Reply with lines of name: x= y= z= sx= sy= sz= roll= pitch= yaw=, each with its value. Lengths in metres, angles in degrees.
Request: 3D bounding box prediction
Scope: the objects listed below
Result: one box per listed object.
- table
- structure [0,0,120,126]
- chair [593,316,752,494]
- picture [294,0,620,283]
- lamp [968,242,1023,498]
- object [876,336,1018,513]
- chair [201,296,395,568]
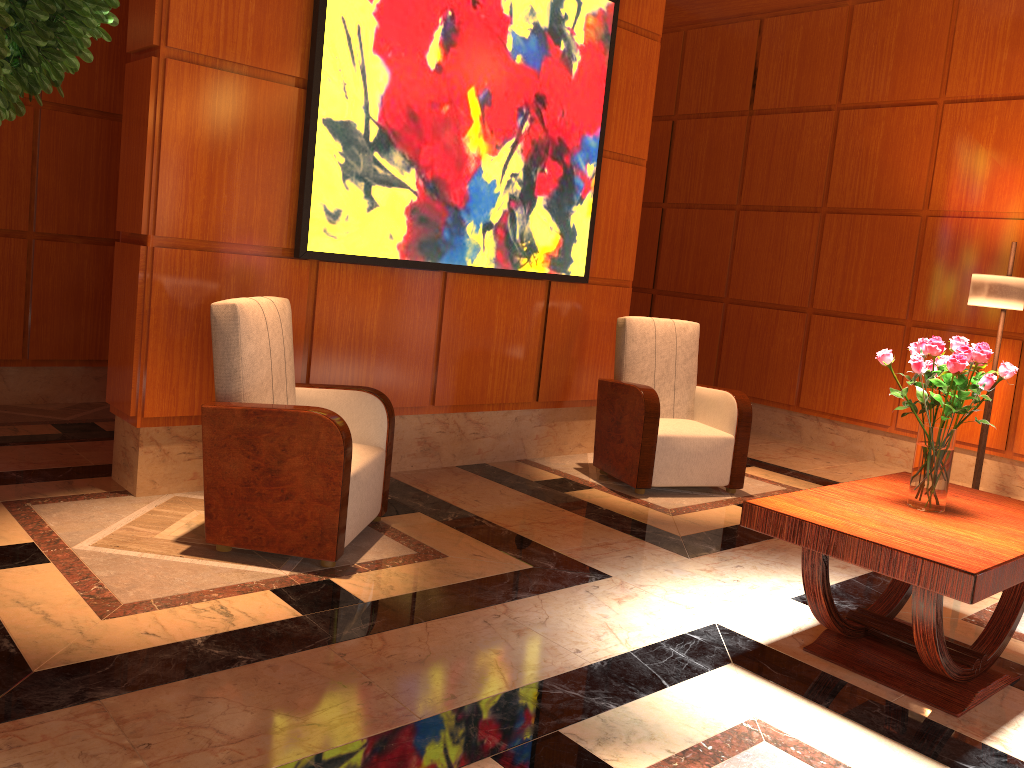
table: x=1.390 y=0.693 z=3.013 sx=1.167 sy=0.532 sz=0.728 roll=-1 pitch=10 yaw=-42
structure: x=-0.948 y=-0.163 z=1.252 sx=0.723 sy=1.705 sz=0.723 roll=9 pitch=7 yaw=26
chair: x=0.951 y=0.108 z=5.276 sx=0.737 sy=0.957 sz=0.632 roll=3 pitch=7 yaw=-23
picture: x=-0.196 y=-1.473 z=4.810 sx=1.996 sy=1.729 sz=0.057 roll=0 pitch=8 yaw=-42
lamp: x=2.981 y=-0.059 z=5.515 sx=0.361 sy=1.654 sz=0.527 roll=11 pitch=7 yaw=38
object: x=1.440 y=0.130 z=2.989 sx=0.350 sy=0.593 sz=0.328 roll=3 pitch=7 yaw=-22
chair: x=-0.863 y=0.146 z=3.653 sx=0.629 sy=0.957 sz=0.740 roll=7 pitch=7 yaw=7
